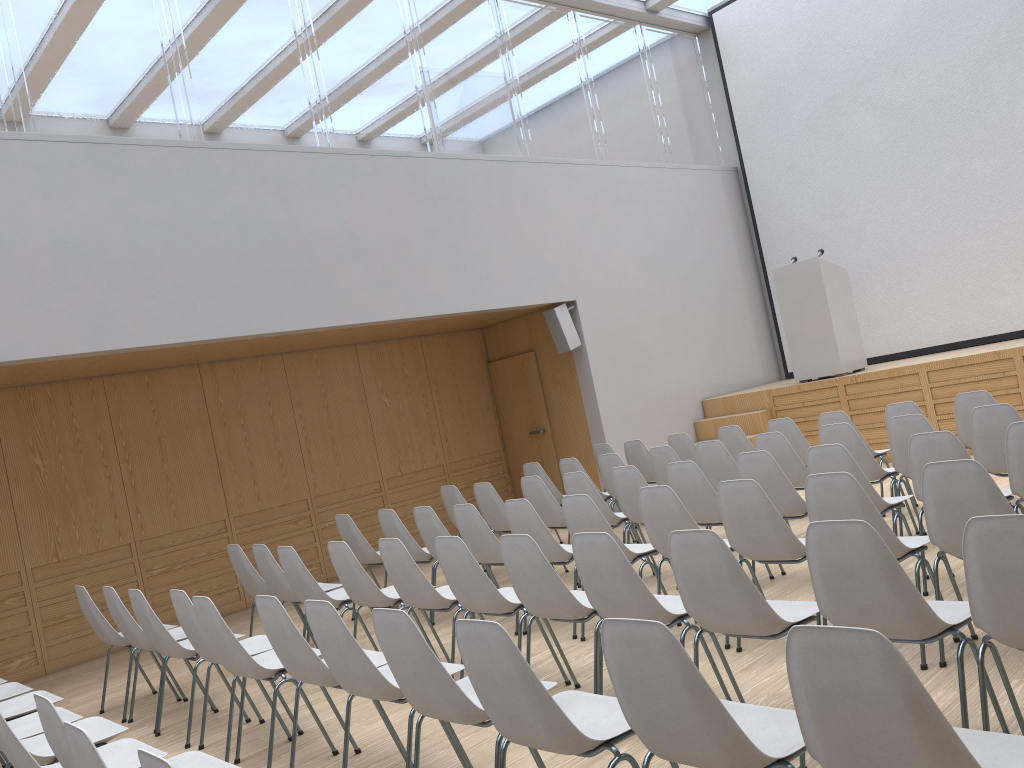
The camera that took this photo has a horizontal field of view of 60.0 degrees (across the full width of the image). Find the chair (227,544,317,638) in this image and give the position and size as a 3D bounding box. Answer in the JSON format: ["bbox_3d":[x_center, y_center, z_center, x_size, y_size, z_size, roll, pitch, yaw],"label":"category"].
[{"bbox_3d":[-1.731,1.545,6.512,0.505,0.876,0.479,-11,-2,-42],"label":"chair"}]

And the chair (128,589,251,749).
[{"bbox_3d":[-1.829,1.533,5.080,0.505,0.876,0.479,-11,-2,-42],"label":"chair"}]

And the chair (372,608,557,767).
[{"bbox_3d":[-0.140,1.139,3.097,0.505,0.876,0.479,-11,-2,-42],"label":"chair"}]

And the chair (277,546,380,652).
[{"bbox_3d":[-1.148,1.405,5.682,0.505,0.876,0.479,-11,-2,-42],"label":"chair"}]

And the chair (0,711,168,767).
[{"bbox_3d":[-1.545,1.432,3.195,0.505,0.876,0.479,-11,-2,-42],"label":"chair"}]

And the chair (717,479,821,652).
[{"bbox_3d":[1.356,0.859,4.455,0.505,0.876,0.479,-11,-2,-42],"label":"chair"}]

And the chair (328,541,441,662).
[{"bbox_3d":[-0.762,1.318,5.366,0.505,0.876,0.479,-11,-2,-42],"label":"chair"}]

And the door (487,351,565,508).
[{"bbox_3d":[0.157,0.667,10.960,0.108,2.024,0.873,-11,-1,-42],"label":"door"}]

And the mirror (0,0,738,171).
[{"bbox_3d":[-3.567,-2.839,6.850,17.822,2.089,0.253,-11,-2,-42],"label":"mirror"}]

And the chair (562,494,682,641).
[{"bbox_3d":[0.629,1.027,5.222,0.505,0.876,0.479,-11,-2,-42],"label":"chair"}]

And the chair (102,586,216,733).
[{"bbox_3d":[-2.160,1.610,5.484,0.505,0.876,0.479,-11,-2,-42],"label":"chair"}]

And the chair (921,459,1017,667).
[{"bbox_3d":[2.031,0.703,3.728,0.505,0.876,0.479,-11,-2,-42],"label":"chair"}]

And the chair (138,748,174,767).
[{"bbox_3d":[-0.504,1.191,2.071,0.505,0.876,0.479,-11,-2,-42],"label":"chair"}]

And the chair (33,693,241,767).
[{"bbox_3d":[-1.167,1.346,2.869,0.505,0.876,0.479,-11,-2,-42],"label":"chair"}]

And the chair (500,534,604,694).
[{"bbox_3d":[0.281,1.076,4.179,0.505,0.876,0.479,-11,-2,-42],"label":"chair"}]

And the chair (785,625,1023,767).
[{"bbox_3d":[0.930,0.892,1.981,0.505,0.876,0.479,-11,-2,-42],"label":"chair"}]

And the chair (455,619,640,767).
[{"bbox_3d":[0.170,1.065,2.682,0.505,0.876,0.479,-11,-2,-42],"label":"chair"}]

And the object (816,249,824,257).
[{"bbox_3d":[3.557,-1.409,10.227,0.166,0.305,0.252,-12,-1,20],"label":"object"}]

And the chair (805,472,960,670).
[{"bbox_3d":[1.664,0.787,4.075,0.505,0.876,0.479,-11,-2,-42],"label":"chair"}]

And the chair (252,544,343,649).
[{"bbox_3d":[-1.440,1.476,6.138,0.505,0.876,0.479,-11,-2,-42],"label":"chair"}]

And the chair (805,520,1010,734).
[{"bbox_3d":[1.319,0.835,3.024,0.505,0.876,0.479,-11,-2,-42],"label":"chair"}]

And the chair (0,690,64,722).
[{"bbox_3d":[-2.542,1.666,4.419,0.505,0.876,0.479,-11,-2,-42],"label":"chair"}]

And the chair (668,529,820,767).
[{"bbox_3d":[0.924,0.925,3.386,0.505,0.876,0.479,-11,-2,-42],"label":"chair"}]

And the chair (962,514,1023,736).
[{"bbox_3d":[1.644,0.758,2.626,0.505,0.876,0.479,-11,-2,-42],"label":"chair"}]

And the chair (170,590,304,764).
[{"bbox_3d":[-1.438,1.443,4.677,0.505,0.876,0.479,-11,-2,-42],"label":"chair"}]

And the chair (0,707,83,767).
[{"bbox_3d":[-2.231,1.591,3.976,0.505,0.876,0.479,-11,-2,-42],"label":"chair"}]

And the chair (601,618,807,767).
[{"bbox_3d":[0.567,0.975,2.352,0.505,0.876,0.479,-11,-2,-42],"label":"chair"}]

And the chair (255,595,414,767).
[{"bbox_3d":[-0.771,1.287,3.903,0.505,0.876,0.479,-11,-2,-42],"label":"chair"}]

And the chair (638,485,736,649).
[{"bbox_3d":[1.024,0.937,4.875,0.505,0.876,0.479,-11,-2,-42],"label":"chair"}]

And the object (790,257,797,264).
[{"bbox_3d":[3.330,-1.356,10.486,0.166,0.305,0.252,-12,-1,20],"label":"object"}]

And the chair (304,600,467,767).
[{"bbox_3d":[-0.473,1.217,3.536,0.505,0.876,0.479,-11,-2,-42],"label":"chair"}]

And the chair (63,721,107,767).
[{"bbox_3d":[-0.860,1.273,2.447,0.505,0.876,0.479,-11,-2,-42],"label":"chair"}]

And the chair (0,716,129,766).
[{"bbox_3d":[-1.879,1.511,3.637,0.505,0.876,0.479,-11,-2,-42],"label":"chair"}]

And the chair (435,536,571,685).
[{"bbox_3d":[-0.056,1.154,4.589,0.505,0.876,0.479,-11,-2,-42],"label":"chair"}]

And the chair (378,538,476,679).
[{"bbox_3d":[-0.405,1.236,5.002,0.505,0.876,0.479,-11,-2,-42],"label":"chair"}]

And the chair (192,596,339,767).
[{"bbox_3d":[-1.177,1.380,4.277,0.505,0.876,0.479,-11,-2,-42],"label":"chair"}]

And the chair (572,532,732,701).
[{"bbox_3d":[0.590,1.003,3.797,0.505,0.876,0.479,-11,-2,-42],"label":"chair"}]
